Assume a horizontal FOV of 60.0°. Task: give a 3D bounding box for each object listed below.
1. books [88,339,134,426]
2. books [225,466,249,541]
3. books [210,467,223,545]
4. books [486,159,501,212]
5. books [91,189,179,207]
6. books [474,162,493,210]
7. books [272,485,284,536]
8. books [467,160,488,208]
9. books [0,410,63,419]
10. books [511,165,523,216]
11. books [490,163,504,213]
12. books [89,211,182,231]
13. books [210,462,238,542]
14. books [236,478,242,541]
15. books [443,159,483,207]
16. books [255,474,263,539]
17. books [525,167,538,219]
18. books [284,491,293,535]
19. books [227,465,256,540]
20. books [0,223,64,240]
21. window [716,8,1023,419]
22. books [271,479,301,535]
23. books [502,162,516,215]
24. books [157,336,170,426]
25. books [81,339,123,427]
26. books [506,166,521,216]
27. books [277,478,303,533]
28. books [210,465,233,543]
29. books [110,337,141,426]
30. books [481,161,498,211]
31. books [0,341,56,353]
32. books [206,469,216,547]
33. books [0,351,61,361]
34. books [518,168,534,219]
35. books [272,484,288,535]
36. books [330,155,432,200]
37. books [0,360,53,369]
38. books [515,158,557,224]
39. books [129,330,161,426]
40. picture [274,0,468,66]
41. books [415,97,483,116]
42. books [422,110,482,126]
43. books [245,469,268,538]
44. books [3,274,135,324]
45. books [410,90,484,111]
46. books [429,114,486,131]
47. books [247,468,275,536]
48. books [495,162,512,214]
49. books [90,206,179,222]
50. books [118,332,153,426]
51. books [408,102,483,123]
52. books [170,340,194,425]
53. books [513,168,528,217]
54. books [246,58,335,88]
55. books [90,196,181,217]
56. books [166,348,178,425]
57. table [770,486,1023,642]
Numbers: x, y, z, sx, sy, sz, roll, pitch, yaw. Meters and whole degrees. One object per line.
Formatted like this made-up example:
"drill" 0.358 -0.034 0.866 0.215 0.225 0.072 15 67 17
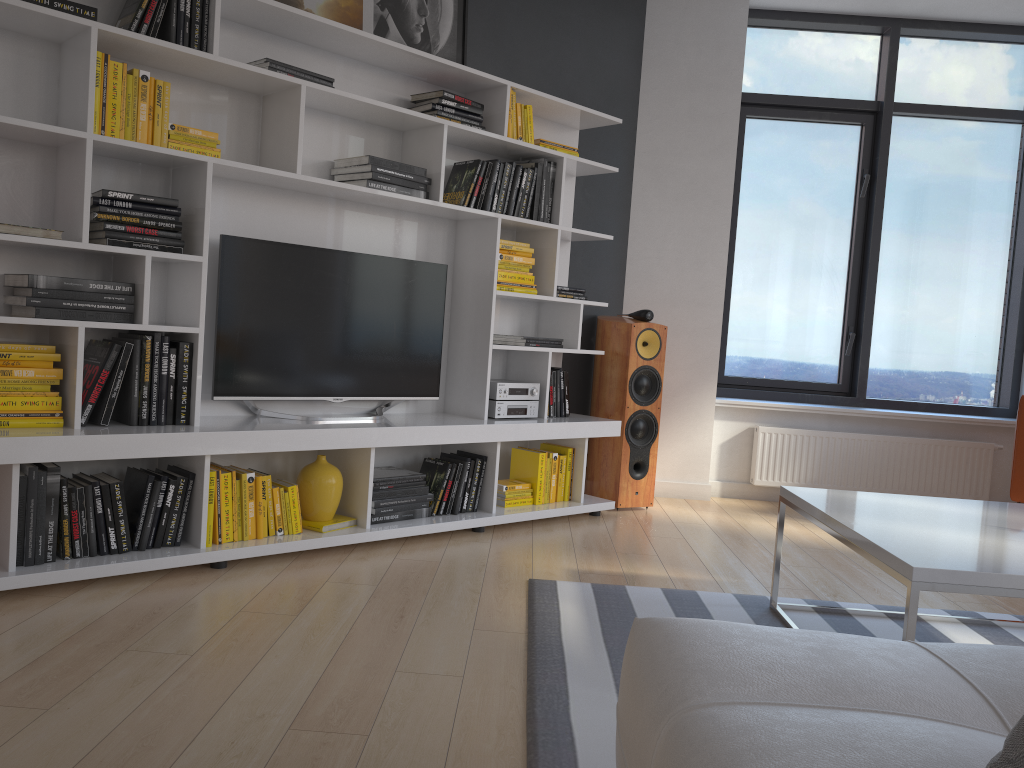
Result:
"books" -1.409 -0.009 3.073 0.100 0.289 0.210 1 5 -45
"books" -1.038 0.444 3.314 0.041 0.252 0.180 1 5 -44
"books" -1.120 0.433 3.246 0.048 0.271 0.213 1 5 -44
"books" -0.150 -0.919 4.151 0.075 0.254 0.192 1 5 -45
"books" -1.311 -0.638 3.081 0.246 0.026 0.180 2 4 -36
"books" -0.183 -0.908 4.103 0.081 0.233 0.169 1 5 -45
"books" -0.933 0.478 3.413 0.056 0.188 0.138 1 5 -44
"books" -0.215 -0.909 4.091 0.096 0.234 0.187 1 5 -43
"books" -1.636 0.089 2.887 0.269 0.025 0.213 1 4 -41
"books" -0.045 -0.917 4.248 0.075 0.254 0.192 1 5 -45
"books" -0.127 -0.911 4.166 0.068 0.243 0.179 1 5 -45
"books" -1.322 -0.560 3.086 0.284 0.030 0.214 2 4 -35
"books" -1.076 0.436 3.295 0.038 0.267 0.202 1 5 -43
"books" -1.052 0.457 3.297 0.156 0.230 0.042 7 5 44
"books" -0.236 -0.910 4.064 0.104 0.234 0.182 1 5 -44
"books" -0.991 0.452 3.347 0.043 0.240 0.169 1 5 -45
"books" 0.027 -0.919 4.316 0.066 0.260 0.197 1 5 -44
"books" -0.891 0.490 3.428 0.049 0.169 0.113 1 5 -45
"books" -1.027 0.444 3.339 0.185 0.252 0.055 7 5 45
"books" -1.594 -0.483 2.827 0.266 0.030 0.209 7 4 40
"window" 2.274 -1.053 5.583 1.960 2.402 0.170 4 3 1
"books" -0.883 0.477 3.455 0.067 0.193 0.148 1 4 -43
"books" -0.078 -0.921 4.219 0.066 0.260 0.197 1 5 -44
"books" -1.299 -0.020 3.190 0.034 0.315 0.239 1 5 -44
"books" -1.458 -0.008 3.051 0.142 0.284 0.232 1 5 -44
"books" -0.044 -0.908 4.214 0.069 0.242 0.172 1 4 -43
"books" -0.872 0.476 3.478 0.046 0.193 0.149 1 4 -43
"books" -1.099 0.439 3.275 0.066 0.258 0.198 1 5 -44
"books" -1.362 -0.012 3.120 0.028 0.301 0.213 1 5 -44
"books" -0.149 -0.910 4.117 0.069 0.242 0.172 1 4 -43
"books" -1.644 -0.122 2.904 0.234 0.024 0.171 1 4 -40
"books" -1.134 0.434 3.205 0.029 0.270 0.204 1 5 -44
"books" -1.622 -0.096 2.895 0.234 0.024 0.171 1 4 -40
"books" 0.003 -0.914 4.292 0.084 0.249 0.191 1 5 -44
"books" -0.913 0.479 3.422 0.046 0.187 0.134 1 5 -44
"books" -0.561 -0.870 3.805 0.277 0.137 0.343 7 4 41
"books" -1.633 -0.072 2.893 0.238 0.023 0.167 2 4 -28
"books" 0.080 -0.945 4.401 0.128 0.321 0.259 1 5 -44
"books" -1.321 -0.026 3.170 0.026 0.326 0.237 1 5 -44
"picture" -0.669 -1.759 3.752 1.279 0.707 0.076 1 5 -44
"books" -0.284 -1.239 3.998 0.246 0.026 0.180 1 4 -41
"books" -0.297 -1.186 4.001 0.189 0.020 0.264 7 5 44
"books" -0.988 0.452 3.377 0.171 0.235 0.043 7 5 44
"books" -1.493 -0.287 2.992 0.343 0.137 0.277 1 5 -44
"books" -0.292 -1.267 4.002 0.209 0.030 0.266 7 4 40
"books" -0.296 -1.161 4.001 0.284 0.030 0.214 1 4 -40
"books" -0.971 0.452 3.406 0.056 0.235 0.172 1 5 -45
"books" -0.102 -0.916 4.195 0.084 0.249 0.191 1 5 -44
"books" -1.324 -0.586 3.086 0.264 0.020 0.189 1 4 -40
"books" -1.342 -0.020 3.145 0.034 0.314 0.237 1 5 -44
"books" -0.307 -1.214 4.016 0.284 0.030 0.214 1 4 -40
"books" -1.243 -0.010 3.238 0.051 0.297 0.230 1 5 -44
"books" -0.017 -0.911 4.257 0.071 0.243 0.179 1 5 -45
"books" -0.884 -1.179 3.431 0.250 0.047 0.310 7 4 42
"books" -1.332 -0.613 3.102 0.284 0.030 0.214 2 4 -35
"books" -1.272 0.001 3.210 0.028 0.272 0.200 1 5 -44
"table" 1.453 0.641 2.560 1.091 0.435 1.091 4 3 1
